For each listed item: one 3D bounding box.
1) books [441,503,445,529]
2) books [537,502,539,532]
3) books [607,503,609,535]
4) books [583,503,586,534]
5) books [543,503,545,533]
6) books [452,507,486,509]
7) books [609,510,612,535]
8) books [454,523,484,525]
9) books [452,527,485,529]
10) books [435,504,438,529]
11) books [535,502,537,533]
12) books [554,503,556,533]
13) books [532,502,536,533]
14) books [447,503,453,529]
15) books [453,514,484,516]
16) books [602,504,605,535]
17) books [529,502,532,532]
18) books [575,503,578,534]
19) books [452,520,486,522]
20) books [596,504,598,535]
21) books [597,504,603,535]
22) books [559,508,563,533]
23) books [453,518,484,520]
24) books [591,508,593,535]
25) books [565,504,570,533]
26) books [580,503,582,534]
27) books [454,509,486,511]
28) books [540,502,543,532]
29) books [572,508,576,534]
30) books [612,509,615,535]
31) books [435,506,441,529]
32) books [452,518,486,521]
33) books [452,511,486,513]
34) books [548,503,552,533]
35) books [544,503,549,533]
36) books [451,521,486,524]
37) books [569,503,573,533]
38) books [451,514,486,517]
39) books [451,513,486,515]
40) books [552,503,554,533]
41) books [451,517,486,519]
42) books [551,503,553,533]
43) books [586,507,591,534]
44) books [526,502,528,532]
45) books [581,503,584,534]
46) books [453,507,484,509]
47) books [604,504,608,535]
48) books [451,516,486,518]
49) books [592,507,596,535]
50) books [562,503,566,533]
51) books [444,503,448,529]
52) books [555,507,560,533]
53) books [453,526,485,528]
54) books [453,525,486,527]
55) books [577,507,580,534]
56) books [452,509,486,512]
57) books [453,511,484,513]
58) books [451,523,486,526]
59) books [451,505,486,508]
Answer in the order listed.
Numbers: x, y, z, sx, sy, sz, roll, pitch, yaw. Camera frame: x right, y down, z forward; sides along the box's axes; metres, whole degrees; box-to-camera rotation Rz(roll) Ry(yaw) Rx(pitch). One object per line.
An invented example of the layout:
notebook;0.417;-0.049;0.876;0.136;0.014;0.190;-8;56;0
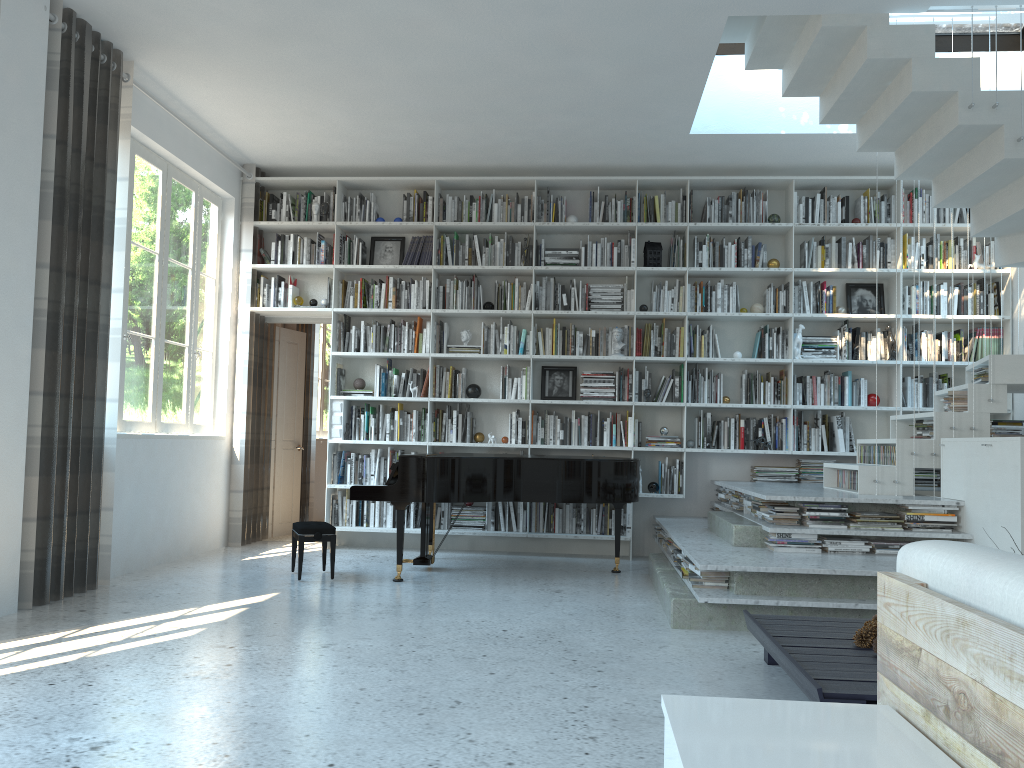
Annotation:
books;-0.573;1.101;7.469;0.023;0.231;0.164;1;-3;5
books;0.222;1.062;7.411;0.014;0.340;0.140;1;-3;5
books;0.797;1.112;7.344;0.011;0.258;0.171;1;-3;5
books;0.605;1.108;7.375;0.024;0.262;0.131;1;-3;5
books;0.268;1.063;7.399;0.012;0.337;0.144;1;-3;5
books;-0.354;1.043;7.465;0.285;0.005;0.159;1;-4;5
books;0.814;1.147;7.351;0.024;0.191;0.155;1;-3;5
books;-0.358;1.169;7.449;0.254;0.007;0.161;1;-4;1
books;-0.361;1.203;7.447;0.254;0.007;0.161;1;-4;9
books;-0.649;1.117;7.484;0.025;0.198;0.160;1;-3;5
books;0.206;1.080;7.394;0.014;0.300;0.184;1;-3;5
books;0.360;1.107;7.402;0.012;0.255;0.150;1;-3;5
books;0.186;1.102;7.394;0.026;0.256;0.183;1;-3;5
books;-0.520;1.077;7.475;0.027;0.282;0.129;1;-3;5
books;-0.359;1.097;7.459;0.254;0.005;0.161;1;-4;4
books;0.757;1.082;7.340;0.013;0.317;0.186;1;-3;5
books;0.158;1.104;7.417;0.012;0.254;0.161;1;-3;5
books;0.537;1.094;7.369;0.013;0.285;0.185;1;-3;5
books;-0.358;1.148;7.449;0.285;0.007;0.159;1;-4;1
books;0.701;1.093;7.350;0.011;0.292;0.184;1;-3;5
books;0.727;1.114;7.337;0.044;0.251;0.187;1;-3;5
books;0.408;1.137;7.401;0.030;0.196;0.143;1;-3;5
books;-0.357;1.128;7.457;0.254;0.007;0.161;1;-4;6
books;0.660;1.135;7.345;0.010;0.205;0.180;1;-3;5
books;0.463;1.119;7.389;0.030;0.234;0.138;1;-3;5
books;0.572;1.069;7.363;0.014;0.335;0.183;1;-3;5
books;-0.355;1.054;7.463;0.254;0.005;0.161;1;-4;5
books;0.250;1.101;7.409;0.025;0.263;0.145;1;-3;5
books;0.518;1.135;7.381;0.024;0.203;0.144;1;-3;5
books;0.836;1.139;7.339;0.022;0.205;0.191;1;-3;5
books;-0.611;1.124;7.473;0.053;0.184;0.148;1;-3;5
books;-0.358;1.134;7.448;0.285;0.007;0.159;1;-4;0
books;-0.359;1.075;7.454;0.285;0.005;0.159;1;-4;1
books;0.319;1.110;7.404;0.022;0.246;0.144;1;-3;5
books;0.290;1.077;7.397;0.034;0.311;0.170;1;-3;5
books;-0.357;1.162;7.453;0.285;0.007;0.159;1;-4;7
books;0.493;1.106;7.387;0.028;0.261;0.132;1;-3;5
books;-0.359;1.102;7.457;0.285;0.005;0.159;1;-4;3
books;-0.359;1.086;7.460;0.285;0.005;0.159;1;-4;4
books;0.348;1.096;7.403;0.012;0.276;0.154;1;-3;5
books;-0.357;1.121;7.458;0.285;0.007;0.159;1;-4;6
books;0.336;1.114;7.399;0.012;0.238;0.128;1;-3;5
books;0.637;1.134;7.379;0.040;0.212;0.129;1;-3;5
books;0.133;1.112;7.427;0.021;0.237;0.115;1;-3;5
books;0.586;1.093;7.362;0.014;0.288;0.185;1;-3;5
books;-0.354;1.038;7.462;0.254;0.005;0.161;1;-4;6
books;0.778;1.123;7.360;0.028;0.238;0.140;1;-3;5
books;-0.356;1.114;7.461;0.285;0.007;0.159;1;-4;5
books;0.680;1.134;7.349;0.029;0.210;0.170;1;-3;5
books;0.436;1.089;7.390;0.026;0.294;0.155;1;-3;5
books;-0.547;1.104;7.475;0.027;0.227;0.139;1;-3;5
books;0.377;1.130;7.374;0.028;0.206;0.175;1;-3;5
books;-0.360;1.197;7.456;0.254;0.007;0.161;1;-4;5
books;-0.360;1.182;7.448;0.285;0.007;0.159;1;-4;1
books;0.554;1.131;7.370;0.022;0.212;0.167;1;-3;5
books;-0.356;1.065;7.456;0.285;0.005;0.159;1;-4;2
books;-0.356;1.070;7.454;0.254;0.005;0.161;1;-4;9
books;-0.358;1.176;7.445;0.285;0.007;0.159;1;-4;10
books;-0.355;1.032;7.453;0.285;0.005;0.159;1;-4;10
